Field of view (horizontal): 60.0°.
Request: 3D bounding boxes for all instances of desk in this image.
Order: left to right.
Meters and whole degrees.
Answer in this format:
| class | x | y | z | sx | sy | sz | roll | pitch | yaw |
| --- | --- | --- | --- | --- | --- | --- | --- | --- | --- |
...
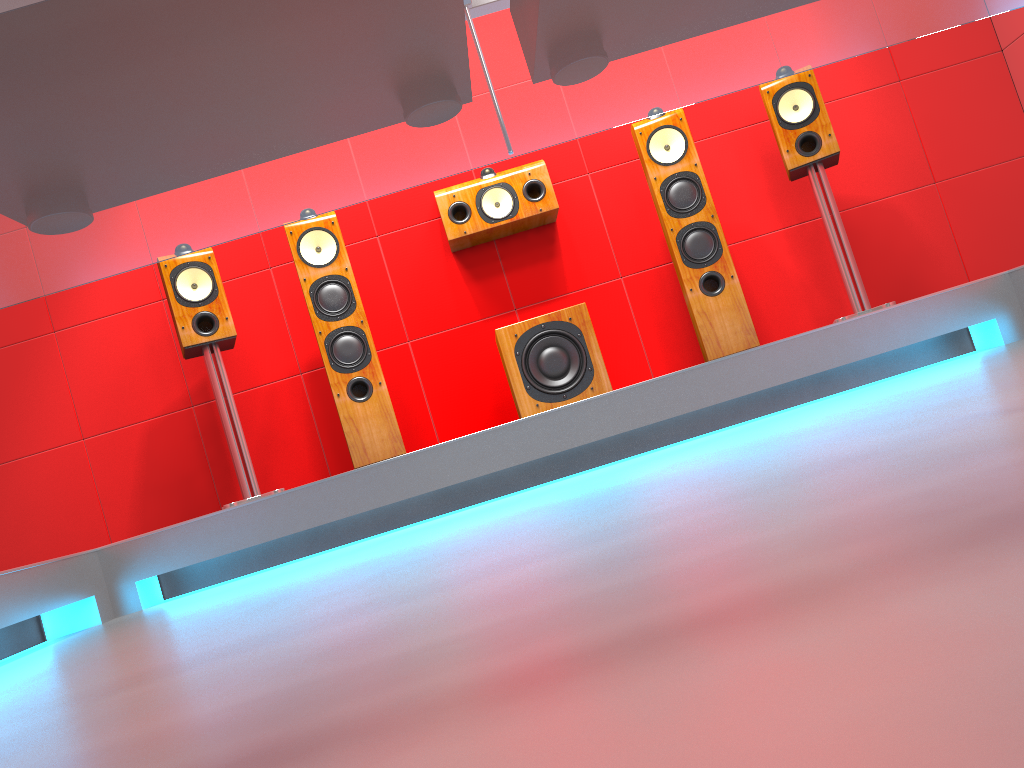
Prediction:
| class | x | y | z | sx | sy | sz | roll | pitch | yaw |
| --- | --- | --- | --- | --- | --- | --- | --- | --- | --- |
| desk | 0.014 | -0.140 | 0.718 | 1.617 | 0.690 | 0.594 | -17 | -4 | -2 |

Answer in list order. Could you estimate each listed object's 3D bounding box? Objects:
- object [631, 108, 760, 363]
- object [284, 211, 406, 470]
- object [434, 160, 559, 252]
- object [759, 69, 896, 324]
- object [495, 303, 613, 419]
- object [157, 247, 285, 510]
| class | x | y | z | sx | sy | sz | roll | pitch | yaw |
| --- | --- | --- | --- | --- | --- | --- | --- | --- | --- |
| object | 0.732 | -0.608 | 3.589 | 0.203 | 1.052 | 0.238 | -18 | -4 | 8 |
| object | -0.670 | -0.184 | 3.523 | 0.203 | 1.052 | 0.238 | -16 | -4 | -12 |
| object | -0.074 | -0.801 | 3.896 | 0.493 | 0.271 | 0.235 | -17 | -4 | -2 |
| object | 1.256 | -0.771 | 3.582 | 0.231 | 1.058 | 0.265 | -18 | -4 | 18 |
| object | 0.157 | -0.074 | 3.519 | 0.360 | 0.360 | 0.360 | -17 | -4 | -2 |
| object | -1.165 | -0.037 | 3.507 | 0.231 | 1.058 | 0.265 | -15 | -4 | -22 |
